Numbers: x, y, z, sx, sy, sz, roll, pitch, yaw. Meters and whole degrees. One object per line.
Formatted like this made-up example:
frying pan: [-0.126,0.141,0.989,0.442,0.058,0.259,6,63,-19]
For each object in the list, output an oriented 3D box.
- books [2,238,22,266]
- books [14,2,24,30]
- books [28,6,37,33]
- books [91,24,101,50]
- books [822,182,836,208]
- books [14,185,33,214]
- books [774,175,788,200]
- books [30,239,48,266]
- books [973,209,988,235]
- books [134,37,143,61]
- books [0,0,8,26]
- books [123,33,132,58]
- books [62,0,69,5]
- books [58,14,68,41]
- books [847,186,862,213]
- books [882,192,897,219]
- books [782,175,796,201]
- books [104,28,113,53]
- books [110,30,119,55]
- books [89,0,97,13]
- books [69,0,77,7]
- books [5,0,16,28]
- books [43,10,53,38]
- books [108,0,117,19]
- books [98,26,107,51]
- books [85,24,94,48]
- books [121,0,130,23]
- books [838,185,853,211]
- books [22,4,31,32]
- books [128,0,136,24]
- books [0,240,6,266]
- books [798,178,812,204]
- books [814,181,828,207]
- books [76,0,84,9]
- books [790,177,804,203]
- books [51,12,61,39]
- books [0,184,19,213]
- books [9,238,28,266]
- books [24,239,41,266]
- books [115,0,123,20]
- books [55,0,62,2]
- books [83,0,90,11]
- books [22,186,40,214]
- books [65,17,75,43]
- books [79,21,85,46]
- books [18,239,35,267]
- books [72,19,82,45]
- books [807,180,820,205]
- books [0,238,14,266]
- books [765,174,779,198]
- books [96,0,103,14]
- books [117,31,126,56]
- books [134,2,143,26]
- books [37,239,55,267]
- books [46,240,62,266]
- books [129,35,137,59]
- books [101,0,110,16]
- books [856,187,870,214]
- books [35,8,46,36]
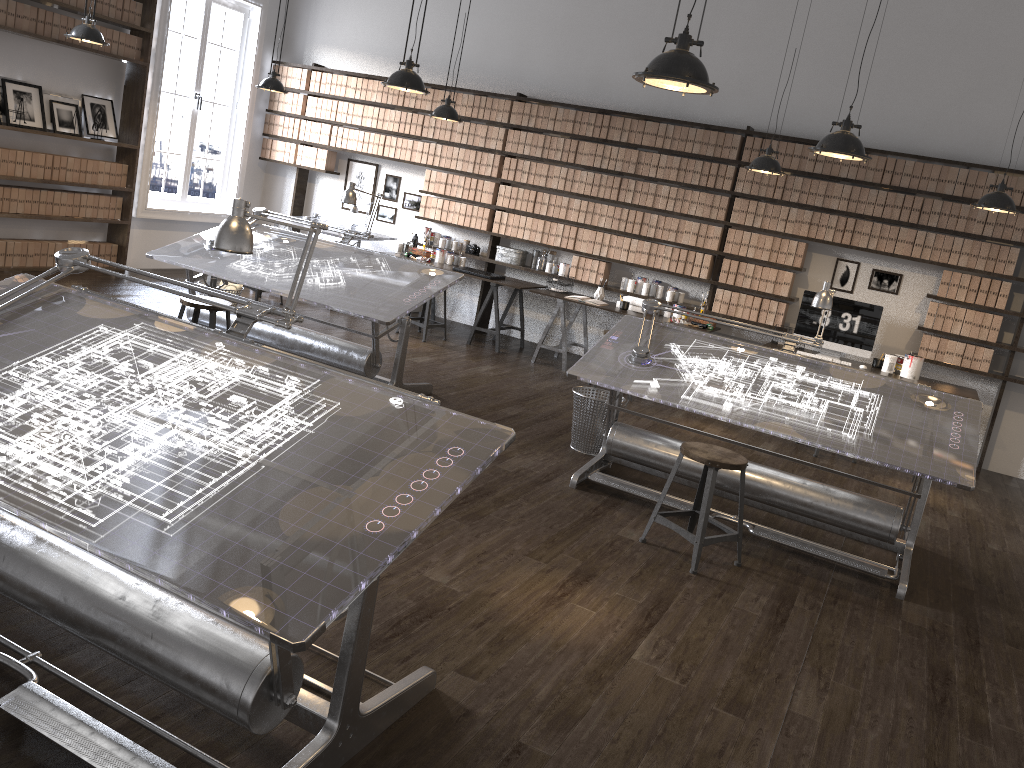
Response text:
books: [-4.521,-1.186,7.988,0.175,0.223,0.067,16,11,24]
books: [-4.218,-3.113,7.480,0.175,0.224,0.067,16,11,24]
books: [-4.168,-3.130,7.599,0.175,0.223,0.067,16,11,24]
books: [-3.892,-3.203,8.165,0.175,0.224,0.067,16,11,24]
books: [2.766,-1.632,7.696,0.067,0.223,0.175,15,11,23]
books: [-4.407,-1.657,7.966,0.175,0.224,0.067,16,11,24]
books: [2.391,-1.742,7.863,0.067,0.224,0.175,15,11,23]
books: [-4.407,-1.218,8.231,0.175,0.224,0.067,16,11,24]
books: [3.814,-1.321,7.215,0.067,0.223,0.175,15,11,23]
books: [-3.688,-3.261,8.600,0.175,0.224,0.067,16,11,24]
books: [-4.283,-3.097,7.351,0.175,0.224,0.067,16,11,24]
books: [-3.741,-3.244,8.478,0.175,0.224,0.067,16,11,24]
books: [-3.983,-3.463,7.809,0.175,0.224,0.067,16,11,24]
books: [-4.043,-3.164,7.860,0.175,0.224,0.067,16,11,24]
books: [2.947,-1.578,7.613,0.067,0.224,0.175,15,11,23]
books: [3.196,-1.503,7.494,0.067,0.224,0.175,15,11,23]
books: [2.460,-1.723,7.837,0.067,0.224,0.175,15,11,23]
books: [-3.837,-3.221,8.293,0.175,0.224,0.067,16,11,24]
books: [-3.803,-3.228,8.354,0.175,0.224,0.067,16,11,24]
books: [-3.861,-3.494,8.052,0.175,0.224,0.067,16,11,24]
books: [-3.949,-3.471,7.871,0.175,0.224,0.067,16,11,24]
books: [-4.249,-3.105,7.415,0.175,0.224,0.067,16,11,24]
books: [-4.104,-3.148,7.733,0.175,0.224,0.067,16,11,24]
books: [-3.773,-3.519,8.241,0.175,0.224,0.067,16,11,24]
books: [-3.865,-3.212,8.230,0.175,0.224,0.067,16,11,24]
books: [-3.925,-3.195,8.100,0.175,0.223,0.067,16,11,24]
books: [-3.709,-3.536,8.372,0.175,0.224,0.067,16,11,24]
books: [2.884,-1.596,7.638,0.067,0.224,0.175,15,11,23]
books: [-4.194,-3.122,7.539,0.175,0.223,0.067,16,11,24]
books: [-3.682,-3.546,8.441,0.175,0.223,0.067,16,11,24]
books: [-4.584,-1.169,7.856,0.175,0.224,0.067,16,11,24]
books: [2.585,-1.686,7.780,0.067,0.224,0.175,15,11,23]
books: [2.705,-1.649,7.719,0.067,0.224,0.175,15,11,23]
books: [-3.920,-3.479,7.937,0.175,0.223,0.067,16,11,24]
books: [2.521,-1.704,7.805,0.067,0.224,0.175,15,11,23]
books: [-4.069,-3.155,7.795,0.175,0.224,0.067,16,11,24]
books: [-4.462,-1.638,7.835,0.175,0.224,0.067,16,11,24]
books: [-4.495,-1.194,8.045,0.175,0.223,0.067,16,11,24]
books: [-4.439,-1.211,8.169,0.175,0.224,0.067,16,11,24]
books: [-3.746,-3.529,8.307,0.175,0.224,0.067,16,11,24]
books: [-4.015,-3.456,7.747,0.175,0.224,0.067,16,11,24]
books: [-3.894,-3.487,7.994,0.175,0.223,0.067,16,11,24]
books: [-4.375,-1.665,8.028,0.175,0.224,0.067,16,11,24]
books: [-4.012,-3.173,7.924,0.175,0.224,0.067,16,11,24]
books: [-3.953,-3.188,8.044,0.175,0.223,0.067,16,11,24]
books: [-4.463,-1.201,8.103,0.175,0.224,0.067,16,11,24]
books: [-3.978,-3.179,7.982,0.175,0.224,0.067,16,11,24]
books: [2.648,-1.667,7.751,0.067,0.224,0.175,15,11,23]
books: [-4.551,-1.177,7.922,0.175,0.224,0.067,16,11,24]
books: [2.328,-1.762,7.898,0.067,0.223,0.175,15,11,23]
books: [-3.837,-3.503,8.115,0.175,0.224,0.067,16,11,24]
books: [-3.769,-3.236,8.418,0.175,0.224,0.067,16,11,24]
books: [-3.647,-3.554,8.508,0.175,0.223,0.067,16,11,24]
books: [-4.373,-1.226,8.293,0.175,0.224,0.067,16,11,24]
books: [-4.344,-1.235,8.359,0.175,0.223,0.067,16,11,24]
books: [-3.717,-3.252,8.537,0.175,0.223,0.067,16,11,24]
books: [-3.807,-3.512,8.179,0.175,0.224,0.067,16,11,24]
books: [3.010,-1.560,7.587,0.067,0.224,0.175,15,11,23]
books: [-4.131,-3.137,7.663,0.175,0.224,0.067,16,11,24]
